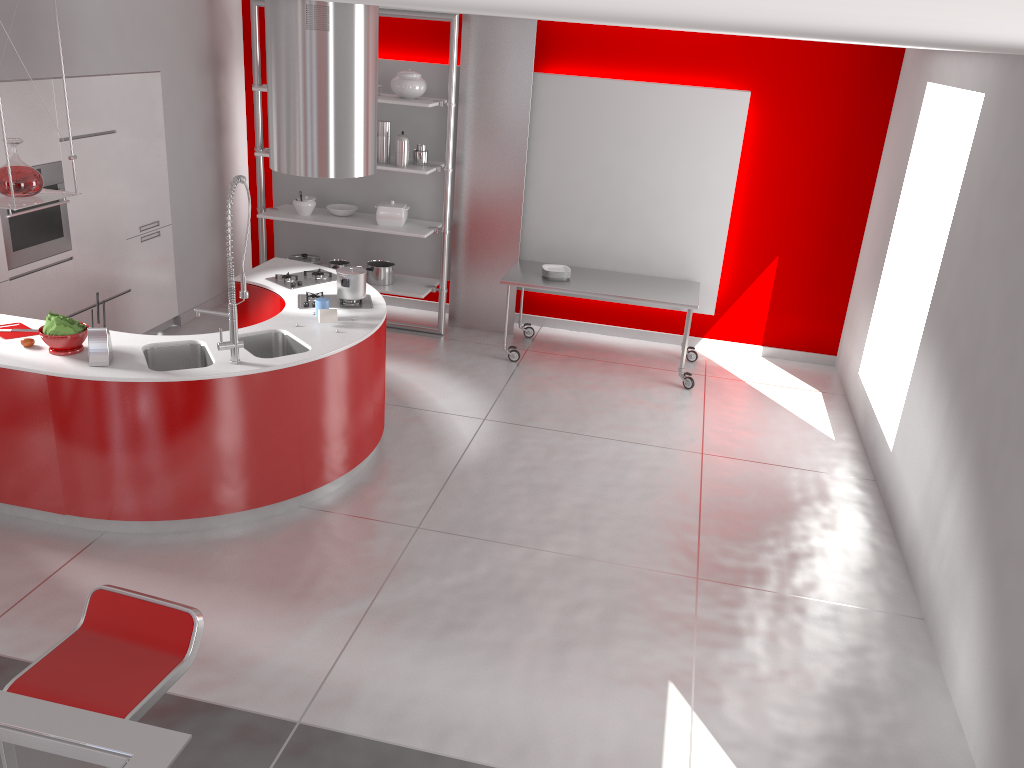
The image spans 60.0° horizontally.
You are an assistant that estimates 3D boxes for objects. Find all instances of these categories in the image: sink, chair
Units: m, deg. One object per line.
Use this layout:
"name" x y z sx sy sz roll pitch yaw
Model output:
"sink" -1.711 -0.051 4.564 0.326 0.172 0.428 -7 25 -26
"sink" -1.303 -0.123 4.818 0.326 0.172 0.428 -13 28 -37
"chair" -1.218 1.117 2.717 0.418 0.857 0.460 10 23 14

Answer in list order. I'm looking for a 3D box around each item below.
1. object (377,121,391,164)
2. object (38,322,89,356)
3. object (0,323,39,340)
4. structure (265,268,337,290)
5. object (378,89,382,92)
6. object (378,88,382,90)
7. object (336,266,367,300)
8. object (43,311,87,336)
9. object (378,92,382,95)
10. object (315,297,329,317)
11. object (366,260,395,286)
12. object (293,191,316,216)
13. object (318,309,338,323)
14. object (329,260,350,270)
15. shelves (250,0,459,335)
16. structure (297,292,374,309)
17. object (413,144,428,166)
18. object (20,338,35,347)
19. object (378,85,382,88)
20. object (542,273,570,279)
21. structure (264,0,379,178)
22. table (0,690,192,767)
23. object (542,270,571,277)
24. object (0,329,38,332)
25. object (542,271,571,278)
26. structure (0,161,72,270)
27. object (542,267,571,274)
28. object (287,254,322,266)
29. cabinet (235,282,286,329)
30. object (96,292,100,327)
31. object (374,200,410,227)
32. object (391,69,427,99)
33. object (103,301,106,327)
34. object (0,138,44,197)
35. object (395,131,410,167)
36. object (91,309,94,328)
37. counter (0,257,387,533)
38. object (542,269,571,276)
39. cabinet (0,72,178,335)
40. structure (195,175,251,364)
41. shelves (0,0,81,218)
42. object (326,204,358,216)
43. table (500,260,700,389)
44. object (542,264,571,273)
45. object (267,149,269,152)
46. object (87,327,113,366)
"object" -1.033 -1.949 7.155 0.109 0.329 0.110 8 22 8
"object" -2.242 -0.224 4.450 0.229 0.118 0.228 -3 23 -17
"object" -2.625 -0.279 4.662 0.266 0.006 0.168 21 27 34
"structure" -1.376 -0.719 5.932 0.303 0.037 0.457 22 28 37
"object" -1.163 -2.353 7.124 0.200 0.030 0.200 8 23 10
"object" -1.162 -2.367 7.119 0.200 0.030 0.200 8 23 10
"object" -0.995 -0.631 5.495 0.189 0.185 0.218 -7 25 -25
"object" -2.228 -0.272 4.429 0.198 0.182 0.193 11 23 15
"object" -1.164 -2.339 7.130 0.200 0.030 0.200 8 23 10
"object" -1.112 -0.452 5.193 0.080 0.100 0.109 -2 23 -15
"object" -1.131 -0.958 7.634 0.240 0.161 0.259 2 22 -6
"object" -1.760 -1.542 7.522 0.192 0.214 0.192 3 22 -3
"object" -1.058 -0.396 5.089 0.100 0.080 0.109 -3 23 -18
"object" -1.503 -1.000 7.718 0.182 0.122 0.196 -9 26 -29
"shelves" -1.337 -1.755 7.410 1.735 2.599 0.535 8 23 10
"structure" -1.100 -0.528 5.517 0.457 0.037 0.303 -1 23 -13
"object" -0.750 -1.880 7.268 0.127 0.157 0.127 13 24 19
"object" -2.444 -0.212 4.476 0.064 0.048 0.063 0 23 -10
"object" -1.161 -2.382 7.113 0.200 0.030 0.200 8 23 10
"object" 0.357 -0.882 7.206 0.228 0.020 0.228 2 22 -7
"structure" -1.125 -1.761 5.283 0.644 0.958 0.644 -5 24 -21
"table" -1.688 1.289 2.017 1.700 1.000 0.800 8 23 10
"object" 0.358 -0.901 7.198 0.228 0.020 0.228 2 22 -7
"object" -2.568 -0.284 4.666 0.375 0.008 0.041 0 23 -12
"object" 0.357 -0.892 7.202 0.228 0.020 0.228 2 22 -7
"structure" -3.029 -1.082 5.663 0.050 0.589 0.599 8 23 10
"object" 0.360 -0.920 7.191 0.228 0.020 0.228 2 22 -7
"object" -1.853 -1.068 7.807 0.308 0.130 0.407 11 23 17
"cabinet" -2.229 -0.031 5.218 1.875 0.761 1.025 -10 26 -31
"object" -2.018 -0.277 4.334 0.014 0.322 0.150 -3 23 -17
"object" -1.006 -1.442 7.447 0.282 0.197 0.235 5 22 1
"object" -0.823 -2.391 7.067 0.287 0.222 0.287 -10 27 -32
"object" -1.991 -0.260 4.339 0.012 0.279 0.130 -3 23 -17
"object" -2.353 -1.026 4.211 0.213 0.266 0.213 21 28 35
"object" -0.876 -1.881 7.091 0.115 0.274 0.115 6 22 3
"object" -2.043 -0.260 4.324 0.009 0.197 0.091 -3 23 -17
"counter" -1.977 0.052 5.146 2.865 0.880 1.868 -17 30 -41
"object" 0.359 -0.910 7.195 0.228 0.020 0.228 2 22 -7
"cabinet" -3.288 -1.047 6.067 0.614 2.026 2.398 8 23 10
"structure" -1.396 -0.557 4.362 0.308 0.920 0.178 -11 27 -33
"shelves" -2.616 -1.364 4.119 0.934 1.023 0.462 8 23 10
"object" -1.461 -1.488 7.635 0.272 0.072 0.272 -6 24 -23
"table" 0.743 -0.513 7.306 1.627 0.682 0.749 9 23 11
"object" 0.360 -0.929 7.187 0.228 0.020 0.228 2 22 -7
"object" -1.889 -1.925 7.352 0.280 0.015 0.280 -15 29 -39
"object" -2.018 -0.196 4.338 0.091 0.178 0.137 -2 23 -15
